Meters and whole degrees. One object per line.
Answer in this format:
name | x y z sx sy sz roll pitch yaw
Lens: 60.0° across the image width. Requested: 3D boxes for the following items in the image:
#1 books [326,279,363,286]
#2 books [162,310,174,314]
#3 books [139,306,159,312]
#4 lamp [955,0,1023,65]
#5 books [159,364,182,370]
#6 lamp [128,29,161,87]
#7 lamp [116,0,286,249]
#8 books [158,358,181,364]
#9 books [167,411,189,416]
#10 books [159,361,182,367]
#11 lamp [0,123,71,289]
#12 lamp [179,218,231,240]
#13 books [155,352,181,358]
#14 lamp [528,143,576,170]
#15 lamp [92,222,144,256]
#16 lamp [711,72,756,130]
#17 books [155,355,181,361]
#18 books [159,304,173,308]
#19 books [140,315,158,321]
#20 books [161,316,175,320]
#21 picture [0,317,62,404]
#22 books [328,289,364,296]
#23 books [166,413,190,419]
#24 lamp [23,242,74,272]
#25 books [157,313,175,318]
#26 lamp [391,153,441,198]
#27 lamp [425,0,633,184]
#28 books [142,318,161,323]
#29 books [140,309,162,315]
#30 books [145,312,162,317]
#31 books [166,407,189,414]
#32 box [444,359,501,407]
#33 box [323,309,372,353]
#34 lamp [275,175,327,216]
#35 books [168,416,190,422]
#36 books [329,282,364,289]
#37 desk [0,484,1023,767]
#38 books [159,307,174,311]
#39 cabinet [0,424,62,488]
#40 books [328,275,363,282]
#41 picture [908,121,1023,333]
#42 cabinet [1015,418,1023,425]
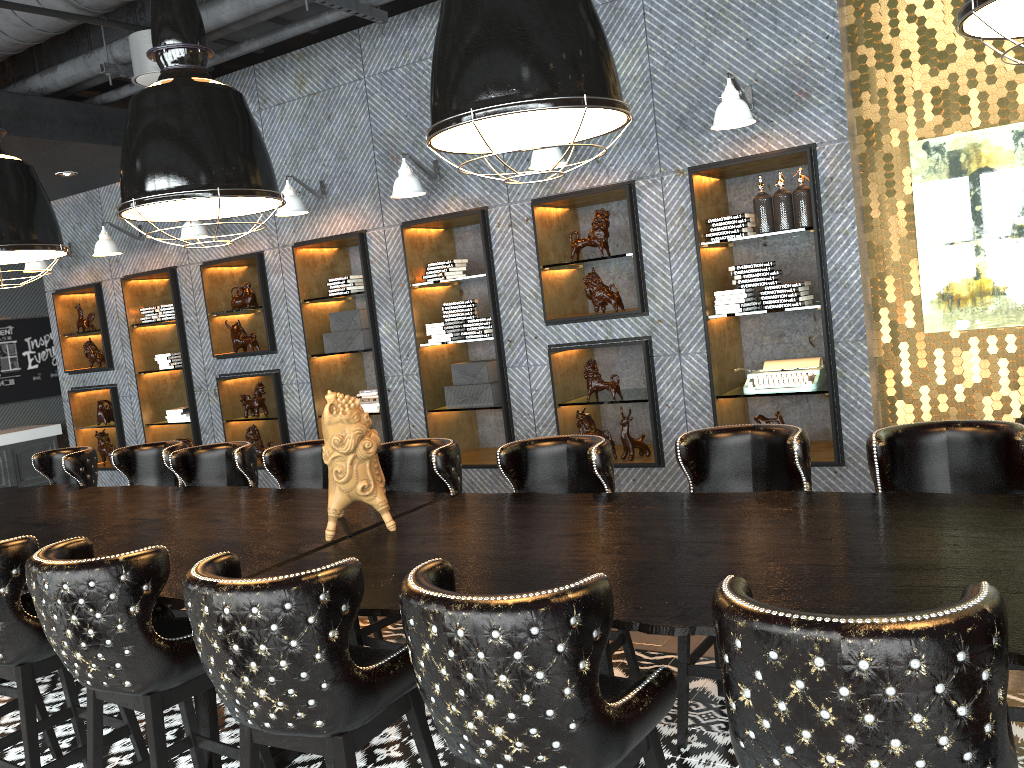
books | -1.333 -0.813 7.104 0.245 0.028 0.194 -3 6 38
books | -3.069 -0.674 8.192 0.245 0.028 0.194 -6 5 14
books | -3.324 -0.710 8.297 0.245 0.028 0.194 -4 6 29
lamp | 1.170 -1.835 1.808 0.621 2.301 0.622 -8 5 -13
books | -3.115 -0.167 8.241 0.193 0.028 0.246 -4 6 28
lamp | -2.209 -2.388 5.445 0.380 1.045 0.381 -10 5 -32
lamp | -1.308 -1.675 3.342 0.621 2.301 0.622 -8 5 -13
books | -3.127 -0.221 8.228 0.193 0.028 0.246 -4 6 32
books | -3.081 0.265 8.309 0.175 0.024 0.243 -5 5 23
books | -3.101 -0.193 8.191 0.193 0.028 0.246 -2 7 41
lamp | -2.547 -1.595 4.109 0.621 2.301 0.622 -8 5 -13
lamp | -2.490 -1.339 7.236 0.490 0.287 0.243 -11 6 -42
books | -3.150 -0.276 8.235 0.193 0.028 0.246 -4 6 25
lamp | 0.293 -1.498 5.517 0.490 0.287 0.243 -11 6 -42
lamp | -3.471 -1.294 7.841 0.490 0.287 0.243 -11 6 -42
lamp | 1.279 -1.571 4.906 0.490 0.287 0.243 -11 6 -42
books | -3.153 -0.247 8.227 0.193 0.028 0.246 -3 6 35
books | -3.079 -0.726 8.148 0.245 0.028 0.194 -6 5 4
books | -3.338 -0.623 8.306 0.245 0.028 0.194 -2 7 44
books | -3.067 -0.614 8.157 0.245 0.028 0.194 -6 5 11
picture | -7.815 -0.033 10.270 0.200 1.102 12.479 -4 6 32
books | -1.316 -0.728 7.082 0.245 0.028 0.194 -4 6 32
books | -3.088 0.292 8.292 0.227 0.024 0.166 -5 5 18
lamp | -4.389 -1.224 8.411 0.490 0.287 0.243 -11 6 -42
books | -3.091 -0.639 8.147 0.245 0.028 0.194 -5 5 19
lamp | -0.631 -1.441 6.089 0.490 0.287 0.243 -11 6 -42
lamp | -0.069 -1.755 2.575 0.621 2.301 0.622 -8 5 -13
books | -3.312 -0.598 8.306 0.245 0.028 0.194 -3 6 36
books | -3.322 -0.682 8.299 0.245 0.028 0.194 -3 6 37
books | -3.298 -0.659 8.336 0.245 0.028 0.194 -3 6 39
books | -3.088 0.241 8.288 0.179 0.029 0.225 -5 5 15
box | -0.287 -0.002 6.575 0.419 0.315 0.323 -4 6 32
box | -1.300 -0.429 7.114 0.419 0.315 0.298 -4 6 32
lamp | -1.562 -1.424 6.658 0.490 0.287 0.243 -11 6 -42
books | -3.068 0.318 8.293 0.243 0.034 0.180 -7 5 1
books | -1.303 -0.785 7.066 0.245 0.028 0.194 -5 5 23
desk | -0.512 0.995 3.227 7.592 0.926 1.435 -4 6 32
books | -3.077 -0.698 8.150 0.245 0.028 0.194 -6 5 12
cabinet | -6.073 1.377 6.926 6.309 0.826 8.429 -4 6 32
books | -1.313 -0.840 7.063 0.245 0.028 0.194 -3 6 35
picture | 2.950 -0.863 4.589 1.573 1.072 0.022 -4 5 32
cabinet | 3.171 0.561 4.250 1.385 0.737 0.711 -4 6 32
